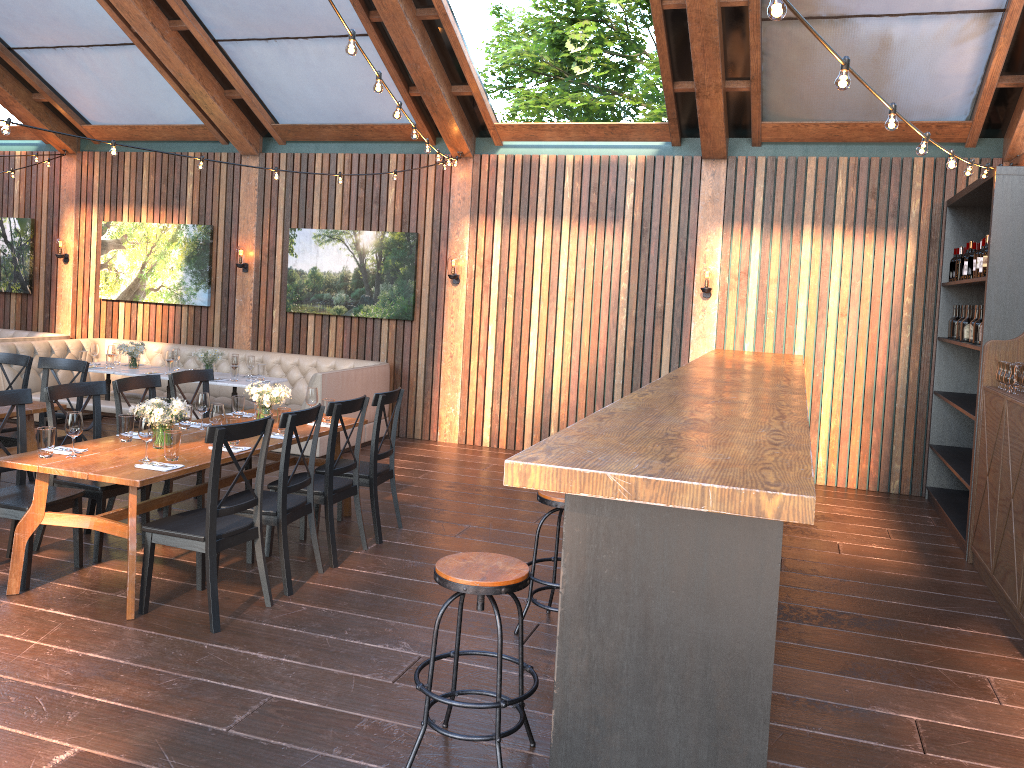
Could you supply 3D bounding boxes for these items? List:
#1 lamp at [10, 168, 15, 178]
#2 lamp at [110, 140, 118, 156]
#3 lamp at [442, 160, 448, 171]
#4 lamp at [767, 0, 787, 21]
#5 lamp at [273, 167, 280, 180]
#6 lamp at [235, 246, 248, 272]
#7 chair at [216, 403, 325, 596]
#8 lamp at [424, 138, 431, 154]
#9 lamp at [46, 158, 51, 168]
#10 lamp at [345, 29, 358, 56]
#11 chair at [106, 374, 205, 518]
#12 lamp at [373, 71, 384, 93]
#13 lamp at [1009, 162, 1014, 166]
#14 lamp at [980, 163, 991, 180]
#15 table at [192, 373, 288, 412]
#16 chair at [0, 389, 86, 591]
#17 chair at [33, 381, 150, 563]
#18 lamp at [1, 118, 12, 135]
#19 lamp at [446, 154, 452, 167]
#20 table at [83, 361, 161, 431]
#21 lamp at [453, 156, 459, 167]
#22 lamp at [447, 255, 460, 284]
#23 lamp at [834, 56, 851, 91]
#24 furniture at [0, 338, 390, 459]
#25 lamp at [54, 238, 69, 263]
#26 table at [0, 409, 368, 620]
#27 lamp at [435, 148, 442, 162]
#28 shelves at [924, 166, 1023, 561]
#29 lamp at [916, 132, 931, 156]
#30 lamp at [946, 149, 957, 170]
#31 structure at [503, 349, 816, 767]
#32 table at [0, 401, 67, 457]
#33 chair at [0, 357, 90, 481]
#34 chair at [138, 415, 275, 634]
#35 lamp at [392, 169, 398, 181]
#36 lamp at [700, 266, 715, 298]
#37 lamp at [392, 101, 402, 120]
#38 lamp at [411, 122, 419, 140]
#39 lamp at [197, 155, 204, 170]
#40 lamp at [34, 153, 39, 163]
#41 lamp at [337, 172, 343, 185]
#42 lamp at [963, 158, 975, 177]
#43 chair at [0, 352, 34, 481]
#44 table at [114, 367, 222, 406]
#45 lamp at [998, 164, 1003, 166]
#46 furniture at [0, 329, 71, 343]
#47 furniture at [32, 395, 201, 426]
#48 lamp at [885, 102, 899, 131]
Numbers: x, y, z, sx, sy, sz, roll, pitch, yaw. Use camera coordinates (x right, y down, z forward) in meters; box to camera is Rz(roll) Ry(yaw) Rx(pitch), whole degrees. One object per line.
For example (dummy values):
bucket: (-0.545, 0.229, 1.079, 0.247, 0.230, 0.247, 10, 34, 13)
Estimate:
lamp: (-5.874, -2.480, 10.410, 0.056, 0.119, 0.060, 6, 4, 40)
lamp: (-2.957, -1.752, 6.570, 0.056, 0.121, 0.056, 2, 3, -14)
lamp: (-0.731, -2.376, 9.612, 0.065, 0.118, 0.056, 2, 3, -22)
lamp: (0.764, -1.106, 2.545, 0.056, 0.120, 0.056, 2, 3, -17)
lamp: (-2.080, -1.858, 7.811, 0.056, 0.121, 0.056, 1, 4, -38)
lamp: (-3.258, -1.507, 10.659, 0.146, 0.319, 0.178, 4, 3, 18)
chair: (-1.411, 0.630, 5.170, 0.540, 1.017, 0.478, 4, 3, 13)
lamp: (-0.673, -1.902, 7.068, 0.056, 0.119, 0.057, 2, 3, -22)
lamp: (-5.827, -2.780, 11.125, 0.056, 0.118, 0.063, 3, 3, 1)
lamp: (-0.729, -1.553, 4.025, 0.056, 0.121, 0.056, 5, 4, 36)
chair: (-2.436, 0.473, 6.089, 0.540, 1.017, 0.478, 4, 3, 13)
lamp: (-0.721, -1.632, 4.784, 0.056, 0.121, 0.056, 6, 4, 43)
lamp: (4.220, -1.824, 7.521, 0.067, 0.117, 0.056, 3, 3, 4)
lamp: (3.362, -1.511, 6.287, 0.062, 0.119, 0.056, 5, 3, 23)
table: (-2.913, 0.278, 9.266, 0.799, 0.670, 0.801, 5, 5, 17)
chair: (-2.781, 0.569, 5.023, 0.540, 1.017, 0.478, 4, 3, 13)
chair: (-2.609, 0.521, 5.556, 0.540, 1.017, 0.478, 4, 3, 18)
lamp: (-3.396, -1.729, 5.938, 0.056, 0.119, 0.057, 4, 3, 12)
lamp: (-0.608, -2.164, 8.571, 0.056, 0.119, 0.061, 5, 4, 34)
table: (-4.464, 0.138, 9.765, 0.799, 0.670, 0.801, 5, 5, 17)
lamp: (-0.594, -2.343, 9.325, 0.056, 0.120, 0.056, 2, 3, -21)
lamp: (-0.646, -1.270, 9.818, 0.146, 0.319, 0.178, 4, 3, 18)
lamp: (1.189, -1.114, 3.175, 0.056, 0.121, 0.056, 2, 3, -20)
furniture: (-3.543, 0.078, 9.928, 4.163, 0.856, 1.715, 5, 6, 18)
lamp: (-5.855, -1.742, 11.495, 0.146, 0.319, 0.178, 4, 3, 18)
table: (-1.928, 0.693, 5.662, 0.951, 0.727, 2.438, 5, 6, 18)
lamp: (-0.650, -2.021, 7.825, 0.059, 0.119, 0.057, 1, 3, -29)
shelves: (3.922, -0.207, 7.283, 0.502, 2.820, 2.208, 4, 4, 18)
lamp: (2.052, -1.200, 4.422, 0.056, 0.119, 0.059, 3, 3, -9)
lamp: (2.504, -1.278, 5.035, 0.056, 0.121, 0.056, 1, 4, -40)
structure: (1.396, 0.601, 5.697, 0.858, 1.269, 6.823, 4, 6, 18)
table: (-4.625, 0.452, 6.504, 2.434, 0.728, 0.953, 5, 5, 18)
chair: (-3.624, 0.326, 6.838, 0.478, 1.017, 0.540, 4, 3, 18)
chair: (-1.583, 0.678, 4.637, 0.540, 1.017, 0.478, 5, 3, 23)
lamp: (-1.190, -2.131, 9.036, 0.056, 0.117, 0.066, 0, 4, -43)
lamp: (1.976, -1.033, 8.973, 0.146, 0.319, 0.178, 4, 3, 18)
lamp: (-0.719, -1.715, 5.542, 0.056, 0.120, 0.056, 5, 3, 24)
lamp: (-0.692, -1.802, 6.308, 0.056, 0.120, 0.056, 2, 3, -26)
lamp: (-2.529, -1.798, 7.196, 0.059, 0.119, 0.057, 3, 3, -3)
lamp: (-6.023, -2.865, 11.209, 0.056, 0.121, 0.056, 6, 4, 39)
lamp: (-1.633, -1.960, 8.429, 0.056, 0.121, 0.056, 5, 4, 33)
lamp: (2.926, -1.385, 5.668, 0.061, 0.119, 0.056, 4, 3, 17)
chair: (-4.156, 0.278, 7.010, 0.478, 1.017, 0.540, 4, 3, 23)
table: (-3.688, 0.208, 9.516, 0.800, 0.670, 0.801, 5, 5, 18)
lamp: (3.804, -1.656, 6.903, 0.056, 0.119, 0.058, 2, 3, -28)
furniture: (-7.840, -0.311, 11.312, 4.163, 0.856, 1.715, 5, 6, 18)
furniture: (-3.903, 0.401, 8.882, 2.331, 0.398, 0.313, 5, 4, 18)
lamp: (1.630, -1.145, 3.792, 0.056, 0.121, 0.056, 2, 3, -14)
